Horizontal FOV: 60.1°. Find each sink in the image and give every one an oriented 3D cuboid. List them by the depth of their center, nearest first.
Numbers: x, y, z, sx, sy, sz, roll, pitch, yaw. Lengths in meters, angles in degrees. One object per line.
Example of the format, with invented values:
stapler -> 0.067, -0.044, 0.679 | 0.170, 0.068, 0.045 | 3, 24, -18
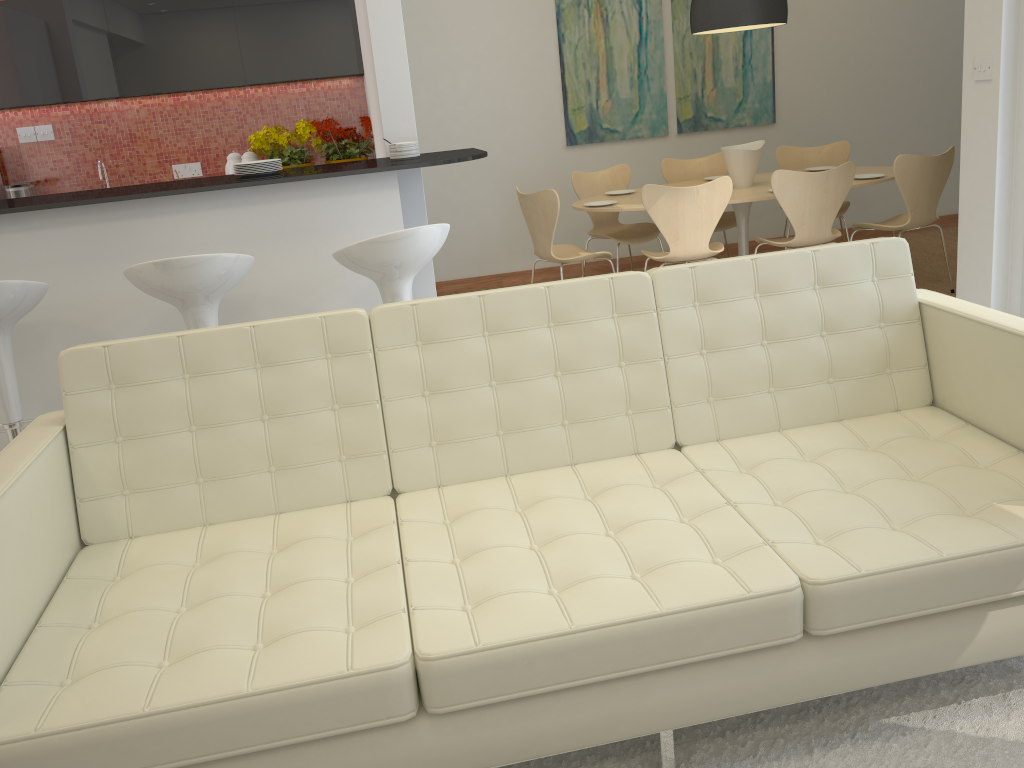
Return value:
sink -> -2.815, -1.286, 6.155 | 0.809, 0.530, 0.422 | -8, 16, -8

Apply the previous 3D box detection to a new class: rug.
rug -> 0.271, 1.082, 1.140 | 3.330, 0.004, 2.479 | -8, 18, -7

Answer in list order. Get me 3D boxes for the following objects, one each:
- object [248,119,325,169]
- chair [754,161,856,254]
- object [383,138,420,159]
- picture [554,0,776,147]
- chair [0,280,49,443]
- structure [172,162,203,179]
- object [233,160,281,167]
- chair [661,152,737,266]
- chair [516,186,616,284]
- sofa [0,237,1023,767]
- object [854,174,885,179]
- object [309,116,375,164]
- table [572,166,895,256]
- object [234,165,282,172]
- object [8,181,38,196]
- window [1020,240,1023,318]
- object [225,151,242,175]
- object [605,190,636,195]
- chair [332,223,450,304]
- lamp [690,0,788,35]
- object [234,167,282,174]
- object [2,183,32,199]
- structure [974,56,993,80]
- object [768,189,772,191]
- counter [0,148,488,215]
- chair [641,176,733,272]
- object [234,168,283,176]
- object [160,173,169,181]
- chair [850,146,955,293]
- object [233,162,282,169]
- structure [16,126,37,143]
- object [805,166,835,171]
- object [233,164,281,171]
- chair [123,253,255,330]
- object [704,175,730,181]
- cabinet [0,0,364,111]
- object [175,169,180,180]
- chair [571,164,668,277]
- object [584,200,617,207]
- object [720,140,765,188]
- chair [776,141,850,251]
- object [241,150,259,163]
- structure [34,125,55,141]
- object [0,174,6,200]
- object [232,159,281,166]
object -> -1.574, -1.612, 6.195 | 0.523, 0.442, 0.510 | -8, 17, -6
chair -> 1.710, -0.852, 5.256 | 0.522, 0.894, 0.523 | -8, 16, -8
object -> -0.516, -1.095, 4.086 | 0.174, 0.096, 0.142 | -11, 18, -15
picture -> 1.196, -2.684, 6.807 | 1.740, 1.485, 0.020 | -8, 15, -8
chair -> -1.851, 0.093, 3.258 | 0.457, 1.006, 0.472 | -5, 15, 2
structure -> -2.356, -1.549, 6.425 | 0.198, 0.098, 0.017 | -8, 15, -8
object -> -1.124, -0.968, 3.910 | 0.211, 0.015, 0.213 | 6, 21, 33
chair -> 1.386, -1.175, 6.363 | 0.521, 0.894, 0.523 | -7, 16, -4
chair -> 0.346, -0.794, 5.507 | 0.518, 0.894, 0.526 | -13, 17, -24
sofa -> 0.111, 0.288, 2.162 | 2.567, 0.909, 1.015 | -8, 17, -8
object -> 2.235, -1.302, 5.567 | 0.211, 0.015, 0.212 | 12, 25, 44
object -> -1.162, -1.675, 6.261 | 0.506, 0.442, 0.527 | -15, 19, -27
table -> 1.538, -0.956, 5.912 | 2.264, 0.719, 1.298 | -8, 17, -8
object -> -1.122, -0.948, 3.915 | 0.211, 0.015, 0.213 | 6, 21, 33
object -> -3.404, -1.302, 6.200 | 0.172, 0.212, 0.174 | -3, 16, 10
window -> 2.673, -0.940, 2.301 | 0.121, 2.674, 3.482 | -8, 17, -8
object -> -1.960, -1.518, 6.306 | 0.160, 0.279, 0.161 | 8, 21, 41
object -> 0.741, -1.308, 6.058 | 0.210, 0.015, 0.214 | -2, 18, 13
chair -> -0.417, -0.124, 3.477 | 0.459, 1.006, 0.469 | -12, 17, -22
lamp -> 1.351, -2.937, 5.374 | 0.595, 1.472, 0.602 | -8, 15, -6
object -> -1.121, -0.941, 3.917 | 0.211, 0.015, 0.213 | 6, 21, 33
object -> -3.324, -1.241, 5.983 | 0.172, 0.212, 0.174 | -3, 16, 10
structure -> 2.182, -1.463, 4.105 | 0.013, 0.103, 0.115 | -8, 17, -8
object -> 1.655, -1.168, 5.334 | 0.211, 0.015, 0.213 | 7, 22, 35
counter -> -1.572, -0.814, 3.736 | 2.967, 0.019, 0.746 | -9, 18, -8
chair -> 1.003, -0.754, 5.177 | 0.521, 0.894, 0.523 | -6, 16, -1
object -> -1.121, -0.935, 3.919 | 0.211, 0.015, 0.213 | 6, 21, 33
object -> -2.337, -1.374, 6.110 | 0.164, 0.175, 0.011 | -4, 15, 5
chair -> 2.384, -0.981, 5.443 | 0.524, 0.894, 0.521 | -13, 17, -24
object -> -1.123, -0.961, 3.911 | 0.211, 0.015, 0.213 | 6, 21, 33
structure -> -3.391, -1.741, 6.186 | 0.114, 0.103, 0.013 | -8, 15, -8
object -> 2.179, -1.517, 6.251 | 0.211, 0.015, 0.212 | -16, 20, -29
object -> -1.123, -0.955, 3.913 | 0.211, 0.015, 0.213 | 6, 21, 33
chair -> -1.135, -0.015, 3.366 | 0.457, 1.006, 0.472 | -5, 15, 2
object -> 1.476, -1.468, 6.323 | 0.210, 0.015, 0.214 | -3, 18, 9
cabinet -> -2.669, -2.283, 6.006 | 3.246, 0.650, 0.357 | -9, 16, -8
object -> -2.302, -1.395, 6.161 | 0.009, 0.192, 0.140 | -18, 20, -37
chair -> 0.754, -1.051, 6.177 | 0.524, 0.894, 0.520 | -15, 18, -28
object -> 0.557, -1.132, 5.569 | 0.210, 0.015, 0.214 | -2, 18, 13
object -> 1.502, -1.430, 5.771 | 0.271, 0.276, 0.265 | 2, 18, 26
chair -> 2.175, -1.256, 6.362 | 0.521, 0.894, 0.524 | -2, 16, 15
object -> -1.817, -1.492, 6.181 | 0.160, 0.279, 0.161 | 8, 21, 41
structure -> -3.275, -1.759, 6.206 | 0.114, 0.103, 0.009 | -8, 15, -8
object -> -3.868, -1.294, 5.919 | 0.723, 0.464, 0.441 | -8, 16, -8
object -> -1.125, -0.974, 3.908 | 0.211, 0.015, 0.213 | 6, 21, 33
